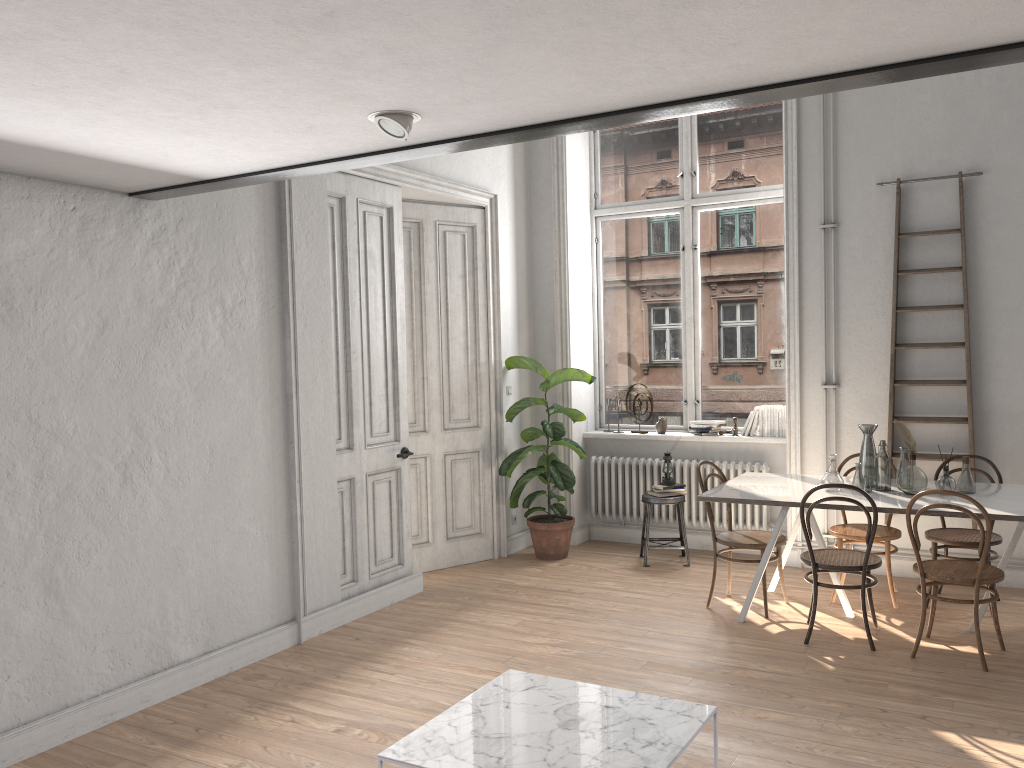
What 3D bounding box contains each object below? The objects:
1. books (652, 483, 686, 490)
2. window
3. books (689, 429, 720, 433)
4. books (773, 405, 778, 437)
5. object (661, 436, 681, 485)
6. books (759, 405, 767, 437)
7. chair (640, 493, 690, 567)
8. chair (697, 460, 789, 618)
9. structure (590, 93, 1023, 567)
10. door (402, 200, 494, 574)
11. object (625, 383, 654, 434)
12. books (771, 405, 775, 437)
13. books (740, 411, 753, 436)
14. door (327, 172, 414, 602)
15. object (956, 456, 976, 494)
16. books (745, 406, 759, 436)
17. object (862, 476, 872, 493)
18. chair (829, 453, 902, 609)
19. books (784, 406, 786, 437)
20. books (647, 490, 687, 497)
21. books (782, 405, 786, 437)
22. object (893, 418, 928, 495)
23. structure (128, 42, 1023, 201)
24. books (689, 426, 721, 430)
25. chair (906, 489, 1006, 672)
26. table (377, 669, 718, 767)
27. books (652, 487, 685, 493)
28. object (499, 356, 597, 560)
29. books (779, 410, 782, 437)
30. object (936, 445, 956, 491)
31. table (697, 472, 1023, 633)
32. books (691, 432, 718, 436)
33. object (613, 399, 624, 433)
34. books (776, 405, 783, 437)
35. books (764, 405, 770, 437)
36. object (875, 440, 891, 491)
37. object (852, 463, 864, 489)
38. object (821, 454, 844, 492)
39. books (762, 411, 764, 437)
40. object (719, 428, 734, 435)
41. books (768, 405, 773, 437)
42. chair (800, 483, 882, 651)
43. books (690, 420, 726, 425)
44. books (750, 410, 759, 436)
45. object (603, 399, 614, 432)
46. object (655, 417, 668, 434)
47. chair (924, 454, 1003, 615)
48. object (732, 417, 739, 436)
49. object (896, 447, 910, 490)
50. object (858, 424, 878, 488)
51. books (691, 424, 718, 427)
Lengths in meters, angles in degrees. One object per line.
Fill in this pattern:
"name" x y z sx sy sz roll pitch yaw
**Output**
"books" 1.223 0.799 6.919 0.221 0.027 0.147 -3 2 -28
"window" 1.506 -1.057 7.483 1.622 2.844 0.013 0 3 30
"books" 1.591 0.383 7.314 0.155 0.022 0.205 -3 3 -40
"books" 2.111 0.291 7.052 0.024 0.243 0.175 0 3 30
"object" 1.241 0.595 6.930 0.163 0.383 0.154 -1 3 3
"books" 2.014 0.292 7.107 0.024 0.243 0.175 0 3 30
"chair" 1.186 1.124 6.917 0.364 0.523 0.360 -1 2 3
"chair" 1.477 0.964 5.692 0.549 0.921 0.437 0 3 38
"structure" 2.858 -0.870 6.249 5.182 4.475 0.340 0 3 30
"door" -0.591 0.025 6.795 1.096 2.815 0.216 -3 3 -35
"object" 1.092 0.208 7.576 0.087 0.425 0.347 -3 3 -28
"books" 2.090 0.291 7.058 0.019 0.244 0.174 0 3 30
"books" 1.909 0.316 7.149 0.105 0.194 0.155 0 3 29
"door" -1.023 0.076 5.705 0.216 2.815 1.096 0 3 31
"object" 2.639 0.527 5.153 0.101 0.212 0.101 -2 3 -21
"books" 1.940 0.296 7.125 0.100 0.235 0.174 0 3 30
"object" 2.110 0.595 5.274 0.058 0.094 0.058 -3 3 -32
"chair" 2.322 0.938 5.818 0.438 0.921 0.549 0 3 28
"books" 2.181 0.292 6.989 0.024 0.243 0.175 0 3 30
"books" 1.211 0.847 6.925 0.246 0.034 0.194 -2 2 -20
"books" 2.169 0.291 7.019 0.024 0.243 0.175 0 3 30
"object" 2.326 0.418 5.148 0.157 0.446 0.156 -4 3 -42
"structure" -0.221 -1.419 1.028 5.927 1.213 4.156 0 2 30
"books" 1.592 0.361 7.311 0.147 0.023 0.221 -4 3 -44
"chair" 2.339 0.979 4.685 0.438 0.921 0.549 1 3 41
"table" 0.153 1.358 2.993 0.849 0.392 0.849 0 3 30
"books" 1.222 0.821 6.920 0.232 0.029 0.162 -1 2 1
"object" 2.376 0.479 5.669 5.827 1.843 0.791 0 3 35
"books" 2.139 0.311 7.013 0.020 0.205 0.155 0 3 30
"object" 2.514 0.495 5.136 0.107 0.284 0.106 0 3 25
"table" 2.337 1.029 5.230 2.200 0.780 1.100 0 3 30
"books" 1.588 0.405 7.321 0.147 0.023 0.221 -2 2 -11
"object" 0.919 0.277 7.656 0.095 0.289 0.095 -3 3 -38
"books" 2.118 0.292 7.022 0.019 0.244 0.174 0 3 30
"books" 2.041 0.293 7.057 0.024 0.243 0.175 0 3 30
"object" 2.223 0.487 5.313 0.086 0.301 0.086 -1 3 16
"object" 2.104 0.560 5.385 0.083 0.158 0.083 0 3 26
"object" 1.928 0.535 5.337 0.132 0.219 0.132 -1 3 19
"books" 2.027 0.311 7.077 0.020 0.205 0.155 0 3 30
"object" 1.753 0.391 7.227 0.153 0.048 0.088 -2 2 -20
"books" 2.064 0.292 7.053 0.019 0.244 0.174 0 3 30
"chair" 1.850 0.980 5.007 0.438 0.921 0.549 0 3 25
"books" 1.614 0.315 7.305 0.243 0.019 0.174 0 3 40
"books" 1.963 0.312 7.114 0.072 0.203 0.155 0 3 30
"object" 0.846 0.275 7.764 0.095 0.289 0.095 -3 3 -29
"object" 1.261 0.348 7.483 0.100 0.142 0.102 -1 2 4
"chair" 2.858 0.933 5.602 0.438 0.921 0.549 0 3 37
"object" 1.798 0.342 7.134 0.048 0.153 0.088 -1 2 0
"object" 2.358 0.507 5.321 0.098 0.255 0.100 -1 3 7
"object" 2.193 0.442 5.457 0.116 0.383 0.116 1 3 41
"books" 1.588 0.341 7.298 0.205 0.020 0.155 -1 2 20
